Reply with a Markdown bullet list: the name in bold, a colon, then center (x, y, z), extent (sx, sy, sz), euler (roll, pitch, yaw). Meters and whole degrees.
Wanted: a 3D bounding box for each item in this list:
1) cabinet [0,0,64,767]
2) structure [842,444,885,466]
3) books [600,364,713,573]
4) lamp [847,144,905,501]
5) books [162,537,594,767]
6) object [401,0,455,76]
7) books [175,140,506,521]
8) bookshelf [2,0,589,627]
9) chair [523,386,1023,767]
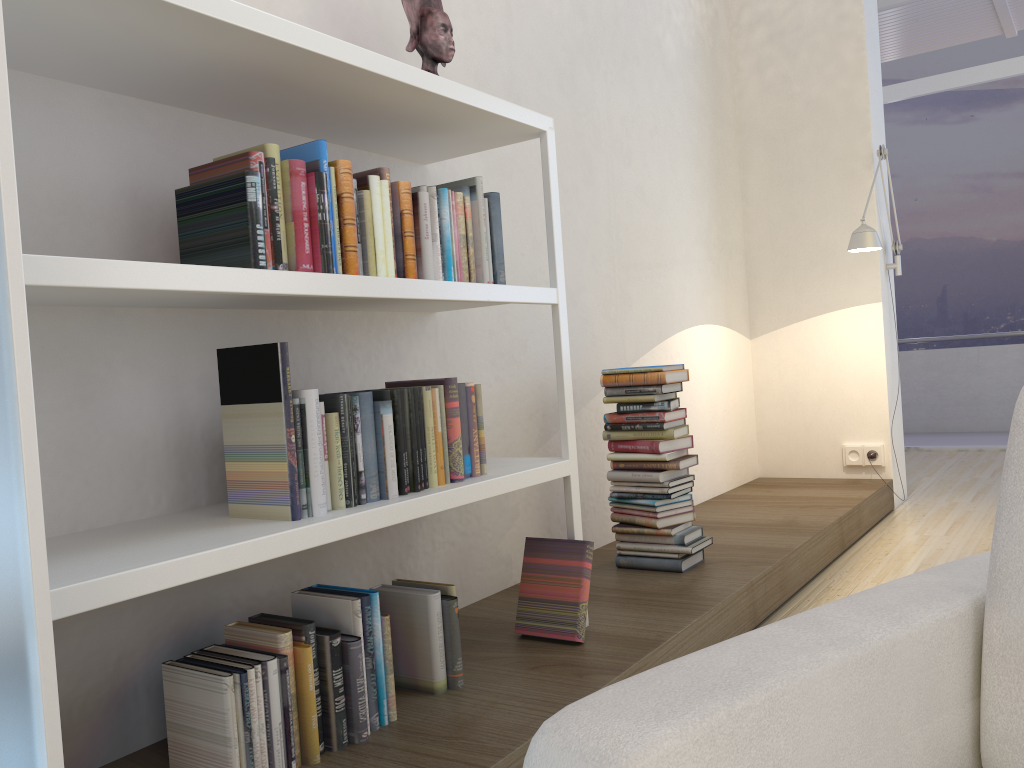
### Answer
- **cabinet**: center (-1.285, 0.114, 0.498), extent (0.689, 1.396, 1.670), euler (-3, 1, 34)
- **structure**: center (1.859, 0.378, 4.691), extent (0.206, 0.114, 0.028), euler (-3, 1, 34)
- **books**: center (0.502, 0.285, 3.118), extent (0.329, 0.694, 0.270), euler (-3, 1, 34)
- **lamp**: center (1.807, -0.288, 4.414), extent (0.204, 1.841, 0.891), euler (-3, 1, 30)
- **books**: center (-0.230, 0.568, 2.026), extent (0.274, 0.281, 1.125), euler (-3, 2, 41)
- **object**: center (-0.221, -0.905, 2.322), extent (0.133, 0.409, 0.138), euler (-4, 1, -9)
- **books**: center (-0.310, -0.127, 1.998), extent (0.215, 0.743, 0.831), euler (-3, 1, 34)
- **bookshelf**: center (-0.474, 0.027, 1.899), extent (0.465, 1.396, 1.599), euler (-3, 1, 34)
- **chair**: center (0.635, 0.389, 0.714), extent (0.941, 0.828, 0.919), euler (-5, 1, -36)
